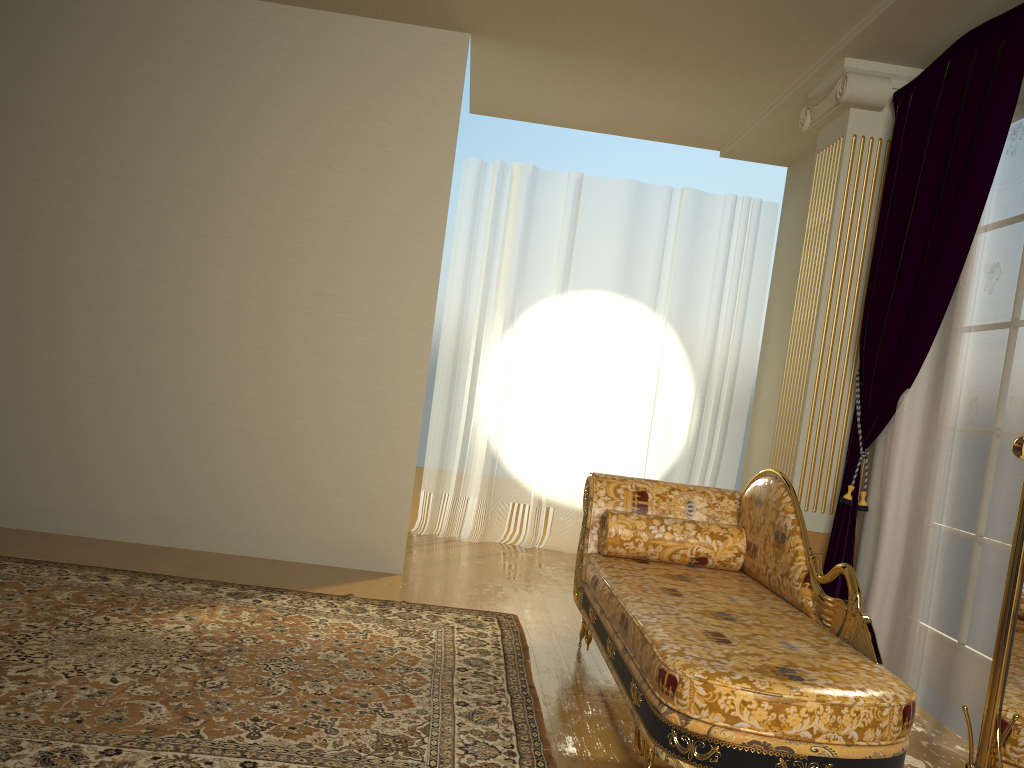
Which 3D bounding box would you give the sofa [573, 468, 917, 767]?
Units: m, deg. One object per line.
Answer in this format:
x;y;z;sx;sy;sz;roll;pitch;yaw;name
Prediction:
0.652;0.711;2.979;0.694;0.873;1.888;7;0;-3;sofa

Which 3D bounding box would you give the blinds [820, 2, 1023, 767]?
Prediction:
1.719;-0.042;3.052;0.339;2.661;2.228;7;2;-2;blinds

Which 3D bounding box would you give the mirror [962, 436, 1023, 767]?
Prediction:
1.071;0.338;1.695;0.243;1.706;0.540;8;3;7;mirror

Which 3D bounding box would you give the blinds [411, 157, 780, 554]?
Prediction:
0.545;-0.103;5.861;2.166;2.515;0.163;7;4;-1;blinds

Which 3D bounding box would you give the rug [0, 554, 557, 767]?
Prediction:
-1.427;0.864;2.950;3.080;0.017;2.111;8;0;-3;rug
